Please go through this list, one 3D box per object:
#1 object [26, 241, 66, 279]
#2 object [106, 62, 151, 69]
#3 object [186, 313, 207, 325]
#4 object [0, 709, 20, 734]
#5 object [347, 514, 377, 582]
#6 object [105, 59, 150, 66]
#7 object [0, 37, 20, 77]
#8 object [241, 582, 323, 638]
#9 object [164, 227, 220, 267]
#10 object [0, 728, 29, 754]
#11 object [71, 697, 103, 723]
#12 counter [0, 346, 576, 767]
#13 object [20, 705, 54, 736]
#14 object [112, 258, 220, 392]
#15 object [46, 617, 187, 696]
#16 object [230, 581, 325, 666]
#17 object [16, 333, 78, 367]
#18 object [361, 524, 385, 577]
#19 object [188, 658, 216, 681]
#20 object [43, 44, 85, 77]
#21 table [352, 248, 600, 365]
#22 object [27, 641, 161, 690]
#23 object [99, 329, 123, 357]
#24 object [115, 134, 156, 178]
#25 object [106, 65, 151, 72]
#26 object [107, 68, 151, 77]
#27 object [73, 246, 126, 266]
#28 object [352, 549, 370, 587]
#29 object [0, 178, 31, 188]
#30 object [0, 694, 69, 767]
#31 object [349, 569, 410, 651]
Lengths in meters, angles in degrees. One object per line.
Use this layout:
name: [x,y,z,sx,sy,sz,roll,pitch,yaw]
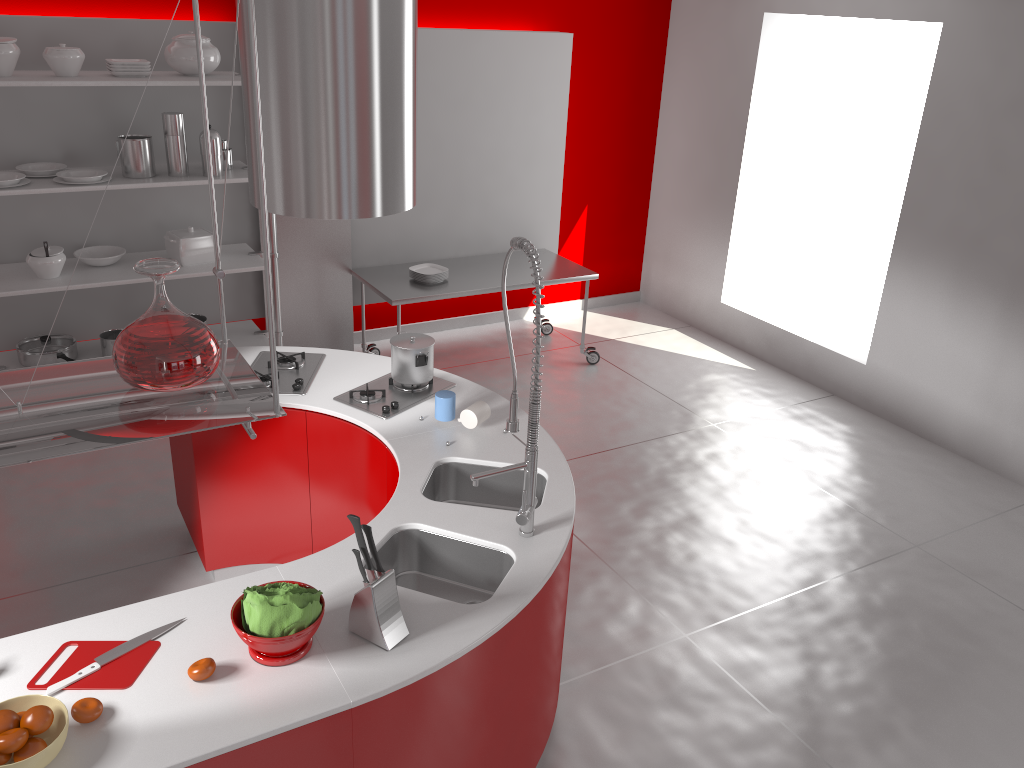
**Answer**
object: [-2.482,-0.675,4.722,0.192,0.214,0.192,-19,32,-40]
object: [-2.004,-1.657,4.632,0.200,0.030,0.200,-11,27,-28]
object: [-1.935,-0.306,5.282,0.259,0.161,0.240,23,30,38]
object: [-1.090,0.726,1.897,0.066,0.049,0.062,-12,28,-31]
object: [-0.363,0.492,2.276,0.150,0.322,0.014,16,27,27]
object: [-2.003,-1.672,4.626,0.200,0.030,0.200,-11,27,-28]
object: [-2.513,-1.595,4.306,0.231,0.191,0.231,7,24,8]
object: [-0.576,0.564,2.226,0.198,0.182,0.193,-8,26,-23]
object: [-1.852,-0.811,5.133,0.282,0.197,0.235,-16,30,-37]
object: [-1.048,0.746,1.856,0.062,0.052,0.065,24,31,39]
object: [-0.960,0.739,2.005,0.065,0.047,0.063,-11,27,-29]
counter: [-0.752,0.822,2.991,1.868,0.880,2.865,4,24,2]
object: [-1.025,0.723,1.912,0.066,0.049,0.062,-7,26,-21]
object: [-0.729,-0.124,1.858,0.213,0.266,0.213,2,24,-3]
object: [-0.978,0.664,2.205,0.041,0.008,0.375,19,28,32]
object: [-0.587,0.614,2.242,0.228,0.118,0.229,16,27,27]
object: [-2.606,-0.186,4.966,0.308,0.130,0.407,-7,26,-22]
object: [-0.342,0.500,2.300,0.130,0.279,0.012,16,27,27]
object: [-0.750,0.688,2.142,0.063,0.048,0.064,20,29,33]
object: [-2.250,-1.629,4.460,0.192,0.153,0.192,-4,25,-16]
table: [-0.231,-0.463,6.225,1.627,0.682,0.749,-10,27,-27]
object: [-1.016,0.686,2.168,0.266,0.006,0.168,1,24,-4]
object: [-2.274,-0.230,5.118,0.196,0.122,0.182,10,25,15]
object: [-2.022,-1.224,4.768,0.184,0.205,0.172,-8,26,-24]
object: [-2.004,-1.644,4.638,0.200,0.030,0.200,-11,27,-28]
object: [-2.005,-1.629,4.645,0.200,0.030,0.200,-11,27,-28]
object: [-2.318,-0.710,4.999,0.272,0.072,0.272,13,25,21]
object: [-0.371,0.515,2.257,0.091,0.197,0.009,16,27,27]
object: [-2.571,-1.007,4.449,0.280,0.015,0.280,5,24,5]
object: [-1.049,0.766,1.886,0.201,0.086,0.201,-10,27,-28]
object: [-0.344,0.569,2.293,0.137,0.178,0.091,17,27,29]
